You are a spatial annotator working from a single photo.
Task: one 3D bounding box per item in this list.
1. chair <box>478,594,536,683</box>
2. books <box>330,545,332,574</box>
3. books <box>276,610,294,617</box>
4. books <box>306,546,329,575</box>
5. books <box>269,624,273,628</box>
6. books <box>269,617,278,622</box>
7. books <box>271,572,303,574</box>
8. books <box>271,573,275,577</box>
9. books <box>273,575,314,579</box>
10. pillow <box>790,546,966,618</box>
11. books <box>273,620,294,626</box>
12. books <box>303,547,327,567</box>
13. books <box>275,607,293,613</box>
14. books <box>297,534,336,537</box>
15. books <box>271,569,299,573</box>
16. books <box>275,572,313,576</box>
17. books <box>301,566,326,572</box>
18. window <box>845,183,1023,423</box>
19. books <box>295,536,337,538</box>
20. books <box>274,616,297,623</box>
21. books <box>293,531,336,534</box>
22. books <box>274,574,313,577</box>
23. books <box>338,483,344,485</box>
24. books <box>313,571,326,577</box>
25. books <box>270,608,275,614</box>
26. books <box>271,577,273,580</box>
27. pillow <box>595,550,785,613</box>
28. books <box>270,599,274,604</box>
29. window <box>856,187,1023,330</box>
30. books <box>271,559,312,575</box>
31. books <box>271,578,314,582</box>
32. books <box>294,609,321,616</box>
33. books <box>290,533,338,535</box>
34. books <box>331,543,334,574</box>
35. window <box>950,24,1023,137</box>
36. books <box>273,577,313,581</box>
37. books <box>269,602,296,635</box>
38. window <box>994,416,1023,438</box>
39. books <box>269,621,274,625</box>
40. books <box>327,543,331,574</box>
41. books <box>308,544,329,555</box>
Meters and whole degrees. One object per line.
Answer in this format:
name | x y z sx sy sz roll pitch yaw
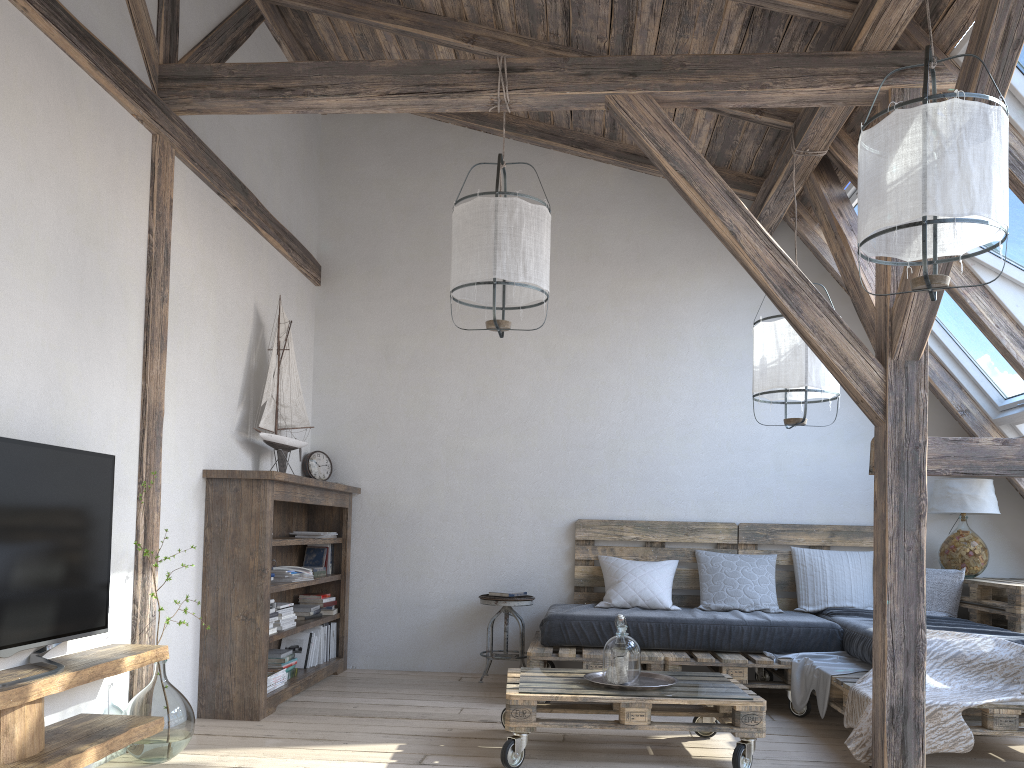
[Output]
chair | -0.037 1.562 5.425 0.354 0.516 0.357 1 -5 8
books | -1.216 1.114 5.597 0.139 0.183 0.020 1 -2 5
books | -1.263 1.223 4.694 0.139 0.018 0.187 1 -9 5
books | -1.221 1.103 5.498 0.139 0.174 0.059 1 -3 3
books | -1.302 1.209 4.373 0.157 0.021 0.221 1 -9 4
books | -1.281 1.172 4.368 0.157 0.017 0.222 0 -10 9
books | -1.254 1.027 4.811 0.204 0.009 0.261 0 -10 11
books | -1.309 0.957 4.396 0.146 0.020 0.211 -2 -10 20
books | -1.232 1.058 4.839 0.204 0.009 0.261 0 -9 6
pillow | 2.168 1.185 5.274 0.968 0.396 0.390 -2 -7 21
books | -1.270 1.267 4.681 0.157 0.017 0.222 1 -9 5
books | -1.227 1.099 5.465 0.131 0.171 0.082 1 -4 5
books | -1.289 1.207 4.705 0.157 0.017 0.222 0 -10 9
books | -1.209 0.938 5.455 0.204 0.009 0.261 2 -9 -4
books | -1.259 1.017 4.807 0.204 0.009 0.261 -1 -10 16
books | -1.241 1.037 4.819 0.204 0.009 0.261 0 -10 11
books | -1.231 1.117 5.308 0.150 0.021 0.207 0 -9 9
window | 2.331 -0.480 4.746 1.096 1.266 0.863 1 -5 5
books | -1.209 0.944 5.440 0.204 0.009 0.261 2 -9 -1
books | -1.267 1.253 4.699 0.157 0.017 0.222 0 -10 9
books | -1.214 0.917 5.433 0.204 0.009 0.261 1 -9 1
books | -1.248 1.044 4.807 0.205 0.009 0.261 -2 -10 21
books | -1.216 0.650 5.664 0.236 0.025 0.180 1 -9 5
books | -1.236 1.144 5.315 0.161 0.030 0.221 0 -9 8
books | -1.286 1.133 4.380 0.157 0.021 0.221 1 -9 0
books | -1.309 0.977 4.403 0.157 0.017 0.222 1 -9 5
pillow | 1.069 1.182 5.327 1.129 0.352 0.354 1 -6 5
books | -1.280 1.084 4.374 0.139 0.018 0.187 1 -9 5
window | 2.306 -0.633 3.826 1.350 1.266 0.863 1 -5 5
books | -1.223 1.017 4.862 0.221 0.087 0.264 4 -9 -15
books | -1.236 1.071 4.815 0.204 0.009 0.261 -1 -10 13
books | -1.243 1.354 5.223 0.159 0.022 0.214 1 -9 5
books | -1.219 0.924 5.421 0.204 0.009 0.261 0 -10 11
books | -1.205 1.111 5.617 0.136 0.199 0.021 1 -2 4
window | 2.189 -0.788 2.913 1.096 1.266 0.863 1 -5 5
books | -1.235 1.064 4.824 0.204 0.009 0.261 0 -10 9
books | -1.294 1.197 4.540 0.206 0.150 0.555 1 -9 4
window | 3.295 0.712 4.620 1.096 1.266 0.863 1 -5 5
books | -1.297 1.191 4.379 0.157 0.017 0.222 1 -9 5
books | -1.216 1.103 5.578 0.135 0.200 0.021 1 -2 4
books | -1.223 1.098 5.524 0.139 0.189 0.051 1 -3 4
